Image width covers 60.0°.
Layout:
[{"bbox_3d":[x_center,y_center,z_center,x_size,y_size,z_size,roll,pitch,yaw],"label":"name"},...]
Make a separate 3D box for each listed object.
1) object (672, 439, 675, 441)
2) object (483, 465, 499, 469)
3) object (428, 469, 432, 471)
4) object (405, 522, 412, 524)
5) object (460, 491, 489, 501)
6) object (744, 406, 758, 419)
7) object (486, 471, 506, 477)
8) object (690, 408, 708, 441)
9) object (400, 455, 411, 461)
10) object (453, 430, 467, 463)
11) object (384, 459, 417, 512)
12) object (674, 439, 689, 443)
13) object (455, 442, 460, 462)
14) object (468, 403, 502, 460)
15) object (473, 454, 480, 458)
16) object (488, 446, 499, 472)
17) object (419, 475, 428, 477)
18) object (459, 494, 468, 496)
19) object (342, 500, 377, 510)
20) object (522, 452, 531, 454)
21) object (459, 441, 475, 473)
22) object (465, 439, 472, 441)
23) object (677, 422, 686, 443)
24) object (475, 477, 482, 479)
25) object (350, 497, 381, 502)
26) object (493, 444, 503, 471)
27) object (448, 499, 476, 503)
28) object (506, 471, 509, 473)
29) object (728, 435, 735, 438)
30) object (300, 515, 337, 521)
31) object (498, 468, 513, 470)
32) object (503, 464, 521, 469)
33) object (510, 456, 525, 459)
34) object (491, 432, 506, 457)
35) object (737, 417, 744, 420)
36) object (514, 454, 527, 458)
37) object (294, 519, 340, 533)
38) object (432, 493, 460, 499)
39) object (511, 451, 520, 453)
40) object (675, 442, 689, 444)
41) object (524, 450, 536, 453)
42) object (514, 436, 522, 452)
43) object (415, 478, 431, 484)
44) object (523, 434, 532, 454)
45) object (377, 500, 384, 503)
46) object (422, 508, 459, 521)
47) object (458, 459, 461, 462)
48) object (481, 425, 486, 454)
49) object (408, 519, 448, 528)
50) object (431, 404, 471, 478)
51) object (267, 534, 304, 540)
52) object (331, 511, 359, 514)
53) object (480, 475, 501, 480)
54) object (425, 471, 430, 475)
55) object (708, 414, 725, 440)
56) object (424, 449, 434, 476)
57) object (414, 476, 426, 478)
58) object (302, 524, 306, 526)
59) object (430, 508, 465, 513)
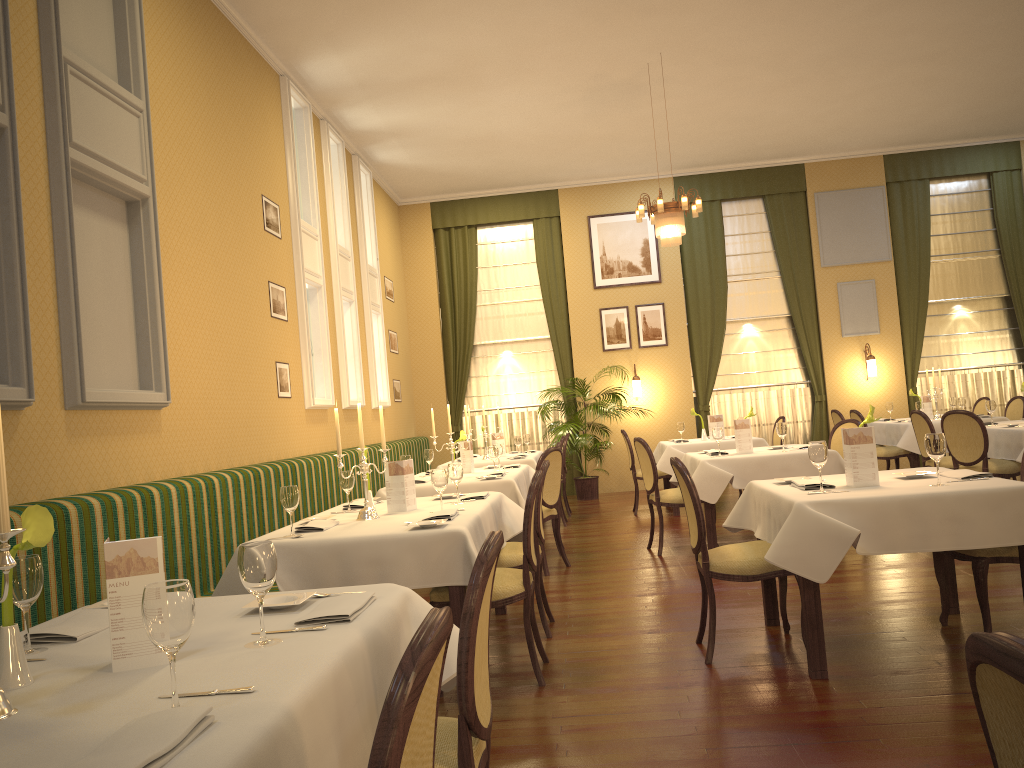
[{"bbox_3d":[1.896,0.653,10.255,0.160,0.024,0.160,-5,-2,4],"label":"object"},{"bbox_3d":[-0.181,0.755,8.045,0.160,0.024,0.160,-5,-2,4],"label":"object"},{"bbox_3d":[-0.695,0.805,8.237,0.160,0.024,0.160,-5,-2,4],"label":"object"},{"bbox_3d":[-0.411,0.644,4.130,0.181,0.015,0.038,-5,-2,6],"label":"object"},{"bbox_3d":[-0.217,0.662,5.231,0.142,0.024,0.273,-5,-2,4],"label":"object"},{"bbox_3d":[1.934,0.370,7.268,0.163,0.375,0.076,-4,-2,-19],"label":"object"},{"bbox_3d":[-0.129,0.711,6.984,0.142,0.033,0.273,-5,-2,4],"label":"object"},{"bbox_3d":[2.101,0.448,9.955,0.163,0.375,0.076,-6,-2,26],"label":"object"},{"bbox_3d":[-0.806,0.661,6.789,0.088,0.229,0.088,-3,-2,-38],"label":"object"},{"bbox_3d":[-0.453,0.580,7.434,0.163,0.375,0.076,-6,-2,26],"label":"object"},{"bbox_3d":[-0.593,0.552,4.803,0.166,0.277,0.081,-4,-2,-24],"label":"object"},{"bbox_3d":[1.904,0.640,9.984,0.142,0.033,0.273,-5,-2,4],"label":"object"},{"bbox_3d":[-0.590,0.735,9.479,0.088,0.229,0.088,-3,-2,-38],"label":"object"},{"bbox_3d":[-0.297,0.512,9.836,0.390,0.655,0.131,-5,-2,10],"label":"object"},{"bbox_3d":[-0.471,0.866,10.656,0.142,0.033,0.273,-5,-2,4],"label":"object"},{"bbox_3d":[-0.145,0.618,7.178,0.088,0.229,0.088,-3,-2,-38],"label":"object"},{"bbox_3d":[-0.712,0.793,7.678,0.185,0.010,0.017,-5,-2,6],"label":"object"},{"bbox_3d":[-0.253,0.676,5.453,0.181,0.015,0.038,-5,-2,6],"label":"object"},{"bbox_3d":[-0.903,0.718,5.272,0.142,0.033,0.273,-5,-2,4],"label":"object"},{"bbox_3d":[0.133,0.816,10.432,0.185,0.010,0.017,-5,-2,5],"label":"object"},{"bbox_3d":[-0.366,0.631,7.637,0.081,0.277,0.166,-4,-2,-34],"label":"object"},{"bbox_3d":[-0.507,0.762,10.456,0.088,0.229,0.088,-3,-2,-38],"label":"object"},{"bbox_3d":[1.868,0.535,9.784,0.088,0.229,0.088,-3,-2,-38],"label":"object"},{"bbox_3d":[-0.195,0.718,6.825,0.181,0.015,0.038,-5,-2,6],"label":"object"},{"bbox_3d":[-0.911,0.731,5.542,0.160,0.024,0.160,-5,-2,4],"label":"object"},{"bbox_3d":[-0.116,0.632,7.654,0.088,0.229,0.088,-3,-2,-38],"label":"object"},{"bbox_3d":[-0.298,0.668,5.048,0.185,0.010,0.017,-5,-2,5],"label":"object"},{"bbox_3d":[-0.119,0.729,7.277,0.185,0.010,0.017,-5,-2,5],"label":"object"},{"bbox_3d":[2.511,0.592,9.962,0.142,0.024,0.273,-5,-2,4],"label":"object"},{"bbox_3d":[-1.004,0.707,4.610,0.160,0.024,0.160,-5,-2,4],"label":"object"},{"bbox_3d":[-0.082,0.742,7.742,0.185,0.010,0.017,-5,-2,5],"label":"object"},{"bbox_3d":[-0.001,0.736,7.926,0.142,0.024,0.273,-5,-2,4],"label":"object"},{"bbox_3d":[0.056,0.779,9.355,0.160,0.024,0.160,-5,-2,4],"label":"object"},{"bbox_3d":[-0.172,0.703,10.225,0.166,0.277,0.081,-6,-2,21],"label":"object"},{"bbox_3d":[2.489,0.476,9.605,0.088,0.229,0.088,-3,-2,-38],"label":"object"},{"bbox_3d":[0.087,0.785,9.674,0.142,0.033,0.273,-5,-2,4],"label":"object"},{"bbox_3d":[-0.943,0.688,4.303,0.142,0.033,0.273,-5,-2,4],"label":"object"},{"bbox_3d":[-0.396,0.680,5.351,0.160,0.024,0.160,-5,-2,4],"label":"object"},{"bbox_3d":[0.035,0.829,10.735,0.160,0.024,0.160,-5,-2,4],"label":"object"},{"bbox_3d":[1.879,0.641,9.696,0.185,0.010,0.017,-5,-2,6],"label":"object"},{"bbox_3d":[0.214,0.810,10.616,0.142,0.024,0.273,-5,-2,4],"label":"object"},{"bbox_3d":[0.071,0.692,9.868,0.088,0.229,0.088,-3,-2,-38],"label":"object"},{"bbox_3d":[-0.727,0.763,6.997,0.142,0.033,0.273,-5,-2,4],"label":"object"},{"bbox_3d":[0.177,0.699,10.333,0.088,0.229,0.088,-3,-2,-38],"label":"object"},{"bbox_3d":[-0.873,0.728,5.437,0.181,0.015,0.038,-5,-2,6],"label":"object"},{"bbox_3d":[-0.345,0.637,4.290,0.142,0.033,0.273,-5,-2,4],"label":"object"},{"bbox_3d":[-0.512,0.837,9.687,0.142,0.033,0.273,-5,-2,4],"label":"object"},{"bbox_3d":[-0.300,0.661,10.164,0.076,0.375,0.163,-5,-2,-9],"label":"object"},{"bbox_3d":[-0.375,0.631,3.971,0.160,0.024,0.160,-5,-2,4],"label":"object"},{"bbox_3d":[-0.498,0.440,7.225,0.390,0.655,0.131,-6,-2,19],"label":"object"},{"bbox_3d":[-1.025,0.692,4.004,0.181,0.015,0.038,-5,-2,6],"label":"object"},{"bbox_3d":[-0.928,0.719,4.984,0.185,0.010,0.017,-5,-2,6],"label":"object"},{"bbox_3d":[-0.159,0.705,6.666,0.160,0.024,0.160,-5,-2,4],"label":"object"},{"bbox_3d":[-0.687,0.792,7.966,0.142,0.033,0.273,-5,-2,4],"label":"object"},{"bbox_3d":[2.258,0.480,9.796,0.166,0.277,0.081,-5,-2,11],"label":"object"},{"bbox_3d":[-0.723,0.688,7.766,0.088,0.229,0.088,-3,-3,-44],"label":"object"},{"bbox_3d":[-0.788,0.781,7.304,0.160,0.024,0.160,-5,-2,4],"label":"object"},{"bbox_3d":[-0.969,0.705,4.481,0.185,0.010,0.017,-5,-2,6],"label":"object"},{"bbox_3d":[-0.335,0.655,4.583,0.185,0.010,0.017,-5,-2,5],"label":"object"}]
